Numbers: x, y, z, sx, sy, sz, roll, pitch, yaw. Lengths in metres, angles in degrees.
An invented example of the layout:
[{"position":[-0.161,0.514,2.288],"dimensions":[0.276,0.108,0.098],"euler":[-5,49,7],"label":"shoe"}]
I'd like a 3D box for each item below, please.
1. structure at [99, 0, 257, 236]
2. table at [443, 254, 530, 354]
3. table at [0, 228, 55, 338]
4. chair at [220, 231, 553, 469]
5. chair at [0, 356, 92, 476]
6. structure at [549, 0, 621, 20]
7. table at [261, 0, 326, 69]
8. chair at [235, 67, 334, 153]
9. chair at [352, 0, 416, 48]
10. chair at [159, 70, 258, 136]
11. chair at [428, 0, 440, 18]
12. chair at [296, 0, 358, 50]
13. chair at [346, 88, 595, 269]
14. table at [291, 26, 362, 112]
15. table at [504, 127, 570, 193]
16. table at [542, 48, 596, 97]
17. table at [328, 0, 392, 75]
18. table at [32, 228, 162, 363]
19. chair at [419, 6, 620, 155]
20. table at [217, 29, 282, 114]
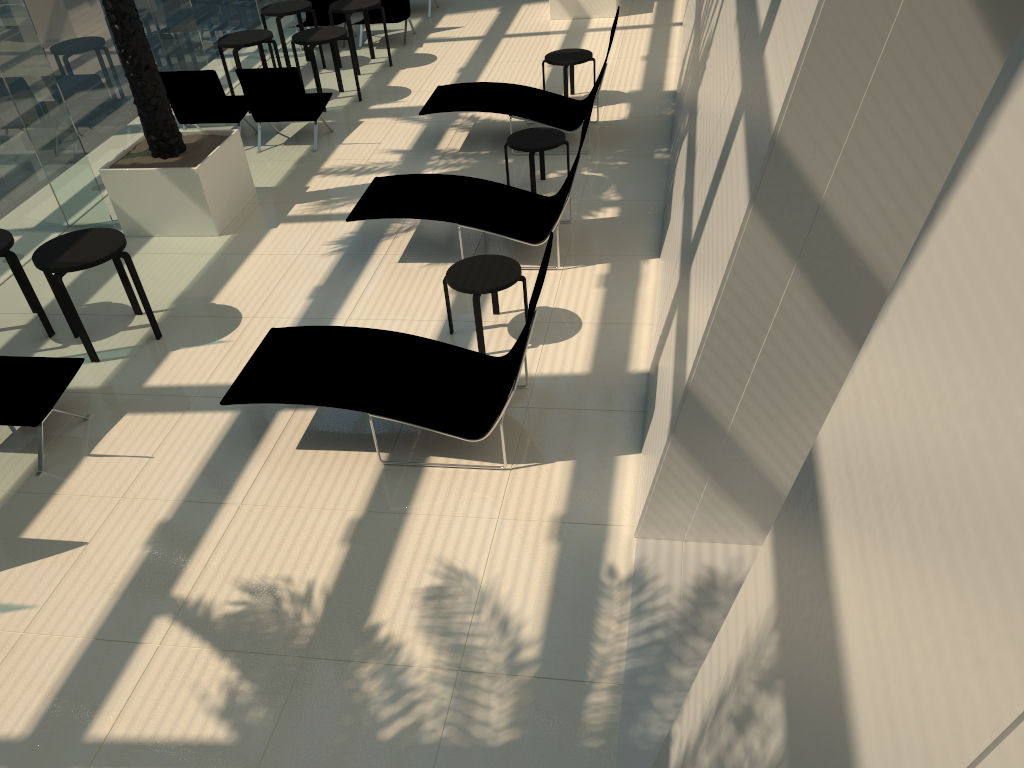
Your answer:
[{"position":[-3.544,-4.576,6.332],"dimensions":[4.824,7.609,4.066],"euler":[-1,39,5],"label":"structure"},{"position":[-0.189,-0.601,6.527],"dimensions":[0.535,0.562,0.524],"euler":[-29,44,-26],"label":"table"},{"position":[-4.193,-0.733,7.010],"dimensions":[0.653,0.847,0.648],"euler":[-32,46,-29],"label":"table"},{"position":[-0.781,-0.225,5.546],"dimensions":[2.033,1.256,0.845],"euler":[2,39,10],"label":"chair"},{"position":[-3.465,-0.014,5.888],"dimensions":[0.715,0.964,0.813],"euler":[3,39,10],"label":"chair"},{"position":[0.986,-8.644,11.050],"dimensions":[4.121,7.473,4.422],"euler":[28,49,34],"label":"structure"},{"position":[-3.017,-4.763,12.023],"dimensions":[0.657,0.847,0.644],"euler":[-29,44,-26],"label":"table"},{"position":[-2.528,-3.245,9.909],"dimensions":[0.715,0.964,0.813],"euler":[3,39,10],"label":"chair"},{"position":[-1.904,-5.452,12.656],"dimensions":[0.715,0.964,0.813],"euler":[3,39,10],"label":"chair"},{"position":[-3.446,-3.272,10.067],"dimensions":[0.715,0.964,0.813],"euler":[3,39,10],"label":"chair"},{"position":[-1.610,-6.415,13.852],"dimensions":[0.715,0.964,0.813],"euler":[3,39,10],"label":"chair"},{"position":[-2.821,-5.478,12.814],"dimensions":[0.715,0.964,0.813],"euler":[3,39,10],"label":"chair"},{"position":[-0.345,-1.731,7.420],"dimensions":[2.033,1.256,0.845],"euler":[2,39,10],"label":"chair"},{"position":[-2.307,-3.923,10.849],"dimensions":[0.653,0.847,0.648],"euler":[-32,46,-29],"label":"table"},{"position":[0.248,-2.107,8.401],"dimensions":[0.535,0.562,0.524],"euler":[-29,44,-26],"label":"table"},{"position":[0.671,-3.568,10.218],"dimensions":[0.532,0.562,0.528],"euler":[-32,46,-29],"label":"table"},{"position":[-2.063,-4.736,11.858],"dimensions":[0.657,0.847,0.644],"euler":[-29,44,-26],"label":"table"},{"position":[-3.239,-0.706,6.846],"dimensions":[0.653,0.847,0.648],"euler":[-32,46,-29],"label":"table"},{"position":[0.079,-3.192,9.237],"dimensions":[2.033,1.256,0.845],"euler":[2,39,10],"label":"chair"},{"position":[-3.261,-3.951,11.014],"dimensions":[0.653,0.847,0.648],"euler":[-32,46,-29],"label":"table"}]
